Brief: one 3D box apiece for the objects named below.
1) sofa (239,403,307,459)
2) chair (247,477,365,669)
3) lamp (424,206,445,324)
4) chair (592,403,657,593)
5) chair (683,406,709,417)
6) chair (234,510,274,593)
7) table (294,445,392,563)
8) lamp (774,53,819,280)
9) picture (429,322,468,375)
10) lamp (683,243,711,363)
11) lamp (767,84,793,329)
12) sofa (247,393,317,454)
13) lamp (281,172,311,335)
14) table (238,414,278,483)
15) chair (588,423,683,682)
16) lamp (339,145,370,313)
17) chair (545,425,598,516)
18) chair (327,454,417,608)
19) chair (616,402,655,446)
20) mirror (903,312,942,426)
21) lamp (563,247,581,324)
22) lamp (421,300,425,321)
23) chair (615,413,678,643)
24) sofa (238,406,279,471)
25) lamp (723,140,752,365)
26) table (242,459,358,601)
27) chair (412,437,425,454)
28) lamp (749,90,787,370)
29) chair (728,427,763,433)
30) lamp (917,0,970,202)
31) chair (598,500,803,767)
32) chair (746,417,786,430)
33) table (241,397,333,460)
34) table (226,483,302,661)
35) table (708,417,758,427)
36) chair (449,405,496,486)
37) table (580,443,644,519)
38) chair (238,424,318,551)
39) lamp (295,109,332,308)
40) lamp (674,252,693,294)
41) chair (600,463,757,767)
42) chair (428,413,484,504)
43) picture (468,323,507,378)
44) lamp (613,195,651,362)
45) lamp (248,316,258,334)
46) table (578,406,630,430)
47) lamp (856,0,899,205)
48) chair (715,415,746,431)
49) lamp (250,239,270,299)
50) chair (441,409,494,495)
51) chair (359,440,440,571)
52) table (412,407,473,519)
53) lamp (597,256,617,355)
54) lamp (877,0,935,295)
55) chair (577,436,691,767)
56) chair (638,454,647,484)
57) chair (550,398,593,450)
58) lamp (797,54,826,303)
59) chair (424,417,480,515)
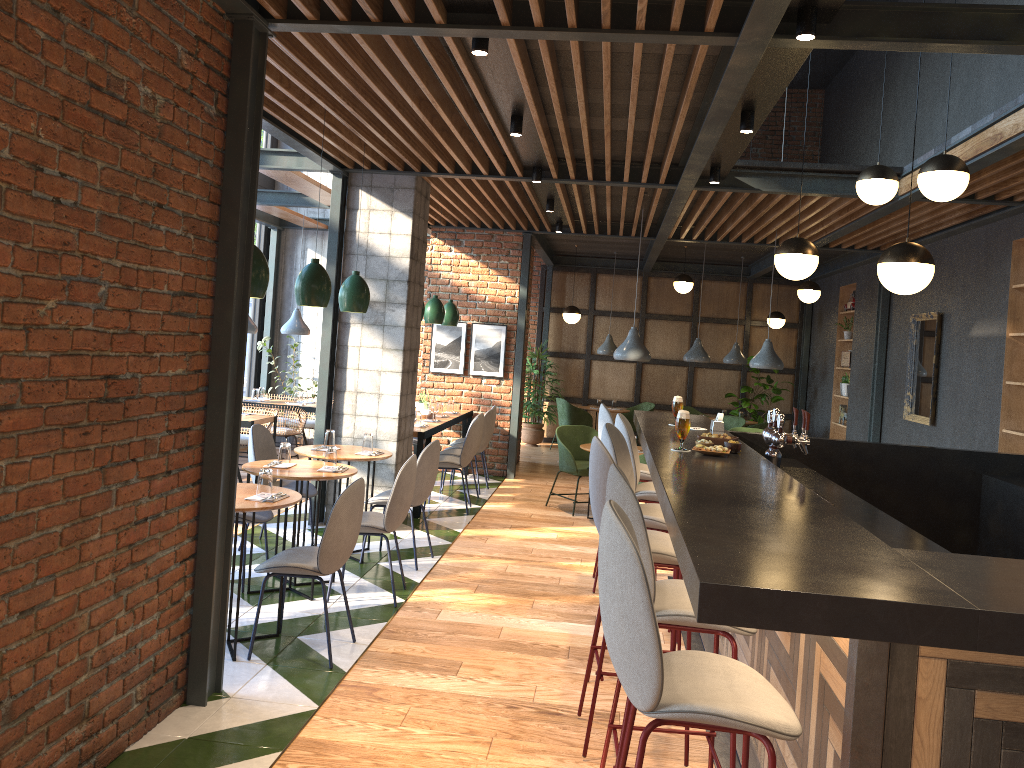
[{"bbox_3d":[-2.904,0.573,10.032,1.092,0.733,0.470,4,1,6],"label":"sofa"},{"bbox_3d":[-1.022,0.895,4.441,0.508,0.887,0.418,4,0,7],"label":"chair"},{"bbox_3d":[-0.751,-1.641,9.280,0.224,2.022,0.224,4,0,10],"label":"lamp"},{"bbox_3d":[0.806,0.769,6.027,0.508,1.243,0.418,4,0,6],"label":"chair"},{"bbox_3d":[2.816,0.771,13.360,0.516,0.818,0.637,5,1,38],"label":"chair"},{"bbox_3d":[-1.757,0.791,5.548,0.508,0.887,0.418,4,0,7],"label":"chair"},{"bbox_3d":[-1.240,0.857,6.385,0.700,0.747,0.699,4,1,17],"label":"table"},{"bbox_3d":[1.908,-2.543,5.559,0.268,3.794,0.268,4,0,8],"label":"lamp"},{"bbox_3d":[-0.766,-0.439,10.617,0.430,0.631,0.015,4,0,6],"label":"picture"},{"bbox_3d":[2.576,-2.527,11.606,0.353,4.490,0.352,4,0,42],"label":"lamp"},{"bbox_3d":[4.126,-2.726,13.422,0.268,3.794,0.269,4,0,-41],"label":"lamp"},{"bbox_3d":[-2.779,0.528,11.154,1.092,0.733,0.470,4,1,6],"label":"sofa"},{"bbox_3d":[-2.458,-2.837,10.694,0.353,4.490,0.352,4,0,42],"label":"lamp"},{"bbox_3d":[-3.055,0.640,8.681,1.272,0.706,0.658,4,1,6],"label":"table"},{"bbox_3d":[0.662,0.836,4.424,0.508,1.243,0.418,4,0,17],"label":"chair"},{"bbox_3d":[-1.073,-1.524,6.385,0.224,2.022,0.224,4,0,10],"label":"lamp"},{"bbox_3d":[0.723,0.844,8.779,0.637,0.819,0.516,3,1,-29],"label":"chair"},{"bbox_3d":[-0.866,0.858,5.443,0.507,0.887,0.418,4,0,2],"label":"chair"},{"bbox_3d":[1.899,0.686,13.793,0.514,0.818,0.639,4,1,-19],"label":"chair"},{"bbox_3d":[4.077,-0.160,8.797,0.061,1.086,0.768,4,1,6],"label":"mirror"},{"bbox_3d":[1.005,-2.776,13.042,0.268,3.794,0.269,4,0,-41],"label":"lamp"},{"bbox_3d":[-0.863,-1.600,8.274,0.224,2.022,0.224,4,0,10],"label":"lamp"},{"bbox_3d":[0.818,0.810,5.193,0.508,1.243,0.418,4,0,12],"label":"chair"},{"bbox_3d":[-2.992,0.605,9.240,1.092,0.733,0.470,4,1,6],"label":"sofa"},{"bbox_3d":[3.439,-2.535,13.032,0.353,4.490,0.352,4,0,42],"label":"lamp"},{"bbox_3d":[-1.338,0.893,5.499,0.698,0.747,0.701,3,2,-42],"label":"table"},{"bbox_3d":[-1.237,0.612,10.025,0.508,0.887,0.418,4,1,13],"label":"chair"},{"bbox_3d":[2.847,-2.401,9.373,0.353,4.490,0.352,4,0,42],"label":"lamp"},{"bbox_3d":[2.681,0.924,9.968,0.638,0.819,0.515,4,1,6],"label":"chair"},{"bbox_3d":[2.589,-2.934,5.067,0.268,3.794,0.268,4,0,-29],"label":"lamp"},{"bbox_3d":[0.431,0.928,2.174,0.508,1.243,0.418,4,0,6],"label":"chair"},{"bbox_3d":[3.582,0.858,12.672,0.516,0.818,0.637,5,1,43],"label":"chair"},{"bbox_3d":[-2.842,0.563,10.591,1.272,0.706,0.658,4,1,6],"label":"table"},{"bbox_3d":[-1.450,0.933,4.492,0.698,0.747,0.701,3,2,-37],"label":"table"},{"bbox_3d":[3.180,0.878,13.034,0.807,0.687,0.808,4,2,6],"label":"table"},{"bbox_3d":[-0.455,0.667,10.031,0.507,0.887,0.418,4,0,2],"label":"chair"},{"bbox_3d":[1.017,0.953,8.306,0.809,0.687,0.806,5,2,37],"label":"table"},{"bbox_3d":[-1.676,0.752,6.463,0.508,0.887,0.418,4,0,7],"label":"chair"},{"bbox_3d":[-1.171,-1.489,5.499,0.224,2.022,0.224,4,0,10],"label":"lamp"},{"bbox_3d":[2.488,-3.139,12.216,0.268,3.794,0.268,4,0,-14],"label":"lamp"},{"bbox_3d":[0.526,0.900,2.901,0.508,1.243,0.418,4,0,4],"label":"chair"},{"bbox_3d":[-0.561,0.713,8.915,0.508,0.887,0.418,4,1,12],"label":"chair"},{"bbox_3d":[-0.290,-0.403,10.563,0.430,0.631,0.015,4,0,6],"label":"picture"},{"bbox_3d":[1.282,-2.460,8.313,0.353,4.490,0.352,4,0,42],"label":"lamp"},{"bbox_3d":[-2.485,-2.736,8.564,0.352,4.490,0.353,4,0,-32],"label":"lamp"},{"bbox_3d":[1.388,0.724,13.614,0.806,0.687,0.809,2,2,-44],"label":"table"},{"bbox_3d":[2.588,-3.100,5.980,0.268,3.794,0.268,4,0,12],"label":"lamp"},{"bbox_3d":[2.794,0.839,11.915,0.514,0.818,0.640,3,1,-34],"label":"chair"},{"bbox_3d":[-1.283,-1.448,4.493,0.224,2.022,0.224,4,0,10],"label":"lamp"},{"bbox_3d":[-0.475,0.692,9.483,0.508,0.887,0.418,4,1,13],"label":"chair"},{"bbox_3d":[-0.796,0.820,6.332,0.508,0.887,0.418,4,1,12],"label":"chair"},{"bbox_3d":[-0.968,0.729,9.244,0.658,0.765,2.774,4,3,6],"label":"table"},{"bbox_3d":[1.634,-2.689,13.595,0.353,4.490,0.352,4,0,42],"label":"lamp"},{"bbox_3d":[2.122,-2.344,4.499,0.268,3.794,0.268,4,0,-3],"label":"lamp"},{"bbox_3d":[0.538,0.853,3.669,0.507,1.243,0.418,4,0,2],"label":"chair"},{"bbox_3d":[1.261,0.931,7.745,0.638,0.819,0.516,4,1,-24],"label":"chair"},{"bbox_3d":[0.931,0.635,13.444,0.514,0.818,0.639,4,1,-19],"label":"chair"},{"bbox_3d":[3.688,-2.861,10.630,0.268,3.794,0.268,4,0,-22],"label":"lamp"},{"bbox_3d":[-0.583,0.739,8.340,0.507,0.887,0.418,4,0,2],"label":"chair"}]
